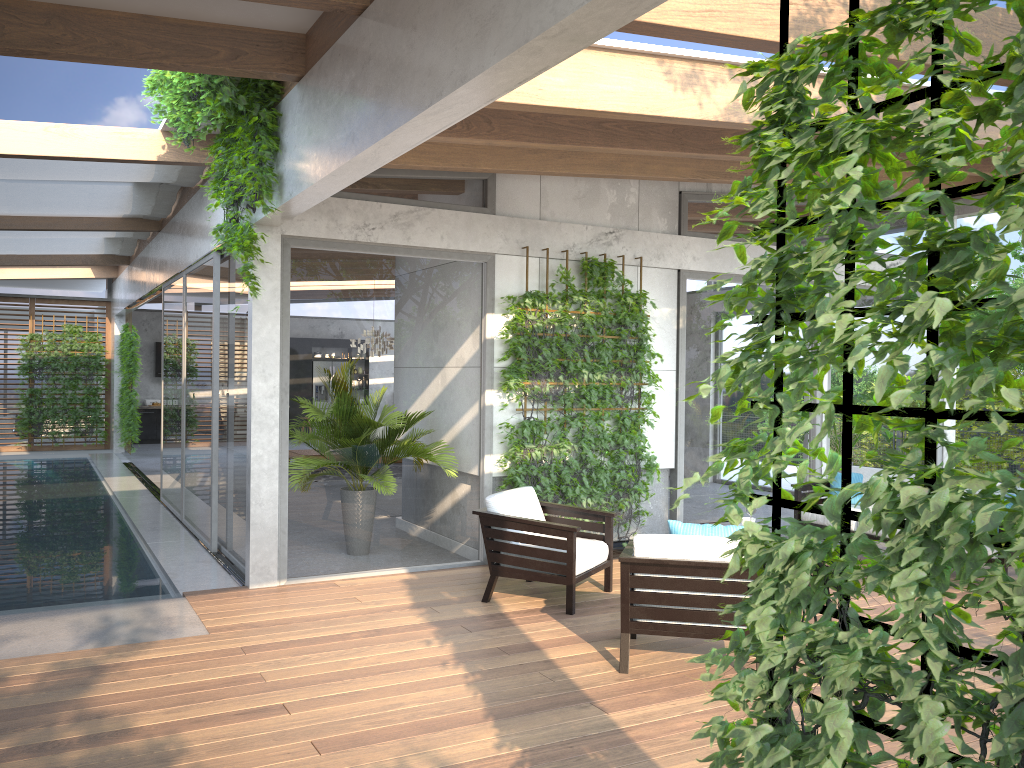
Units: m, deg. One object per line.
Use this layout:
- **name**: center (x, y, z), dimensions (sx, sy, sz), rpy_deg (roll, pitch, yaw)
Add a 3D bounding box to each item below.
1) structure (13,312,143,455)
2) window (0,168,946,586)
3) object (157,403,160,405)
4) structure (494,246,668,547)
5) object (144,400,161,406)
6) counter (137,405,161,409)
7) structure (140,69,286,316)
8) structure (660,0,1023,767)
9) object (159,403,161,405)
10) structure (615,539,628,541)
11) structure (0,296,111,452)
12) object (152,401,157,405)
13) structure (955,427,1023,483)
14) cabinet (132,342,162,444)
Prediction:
- **structure**: center (-7.667, 0.008, 13.443), dimensions (2.739, 2.687, 10.282), rpy_deg (1, 1, -11)
- **window**: center (-3.094, -0.408, 14.864), dimensions (14.294, 3.764, 23.280), rpy_deg (0, 1, -28)
- **object**: center (-8.008, 0.453, 20.081), dimensions (0.083, 0.057, 0.072), rpy_deg (1, 1, 37)
- **structure**: center (0.645, 0.161, 7.877), dimensions (1.851, 2.669, 0.500), rpy_deg (0, 1, -28)
- **object**: center (-8.126, 0.428, 20.192), dimensions (0.381, 0.134, 0.590), rpy_deg (0, 1, -40)
- **counter**: center (-7.158, 0.533, 20.697), dimensions (3.805, 0.061, 0.607), rpy_deg (0, 1, -28)
- **structure**: center (-2.130, -1.490, 6.345), dimensions (0.918, 2.054, 1.822), rpy_deg (0, 1, -31)
- **structure**: center (0.910, 0.233, 1.524), dimensions (0.500, 2.687, 1.807), rpy_deg (0, 1, -28)
- **object**: center (-8.000, 0.454, 20.109), dimensions (0.083, 0.055, 0.073), rpy_deg (1, 1, 38)
- **structure**: center (0.156, 1.270, 9.025), dimensions (2.012, 0.595, 2.203), rpy_deg (0, 1, -28)
- **structure**: center (-10.287, -0.196, 17.513), dimensions (4.313, 3.079, 0.085), rpy_deg (0, 1, -28)
- **object**: center (-8.068, 0.439, 20.024), dimensions (0.086, 0.087, 0.090), rpy_deg (1, 1, 39)
- **structure**: center (4.365, 1.293, 9.153), dimensions (15.587, 3.022, 31.708), rpy_deg (1, 1, 12)
- **cabinet**: center (-6.245, 0.110, 21.209), dimensions (5.901, 2.502, 0.709), rpy_deg (0, 1, -30)
